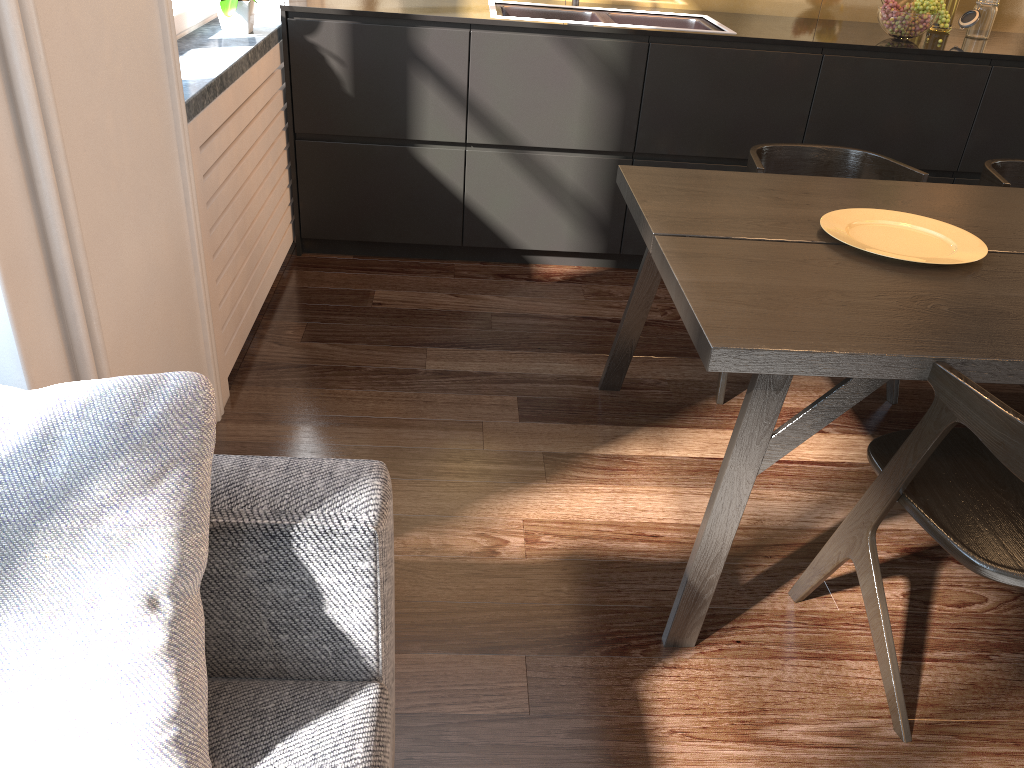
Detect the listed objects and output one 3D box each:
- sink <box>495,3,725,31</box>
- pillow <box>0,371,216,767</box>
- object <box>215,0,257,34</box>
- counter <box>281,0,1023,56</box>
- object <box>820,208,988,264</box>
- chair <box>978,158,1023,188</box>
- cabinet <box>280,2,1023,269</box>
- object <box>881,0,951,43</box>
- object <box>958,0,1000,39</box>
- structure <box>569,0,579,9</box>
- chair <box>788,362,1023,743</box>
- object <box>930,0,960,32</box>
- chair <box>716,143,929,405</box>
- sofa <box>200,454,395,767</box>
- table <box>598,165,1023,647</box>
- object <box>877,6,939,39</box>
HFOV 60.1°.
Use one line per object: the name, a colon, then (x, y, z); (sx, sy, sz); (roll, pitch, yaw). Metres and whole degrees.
sink: (1.595, -1.362, 3.417); (3.415, 0.252, 0.466); (2, 30, -5)
pillow: (-0.572, 0.220, 0.943); (0.494, 0.428, 0.277); (2, 31, -5)
object: (-0.848, -1.319, 2.748); (0.228, 0.452, 0.395); (-11, 34, -24)
counter: (1.723, -1.358, 3.474); (5.061, 0.002, 0.708); (2, 30, -4)
object: (0.869, -0.327, 1.975); (0.356, 0.017, 0.344); (4, 30, -1)
chair: (1.628, -0.288, 2.749); (0.593, 0.694, 0.502); (1, 31, -6)
cabinet: (1.693, -0.963, 3.717); (5.064, 0.931, 0.708); (2, 31, -4)
object: (1.492, -1.381, 3.300); (0.239, 0.179, 0.172); (-6, 32, -17)
object: (1.852, -1.454, 3.499); (0.176, 0.157, 0.085); (-10, 34, -23)
structure: (0.271, -1.629, 3.365); (0.109, 0.398, 0.257); (10, 32, 10)
chair: (0.949, 0.283, 1.658); (0.593, 0.694, 0.502); (1, 31, -5)
object: (1.783, -1.616, 3.578); (0.091, 0.351, 0.090); (-18, 38, -31)
chair: (0.918, -0.330, 2.722); (0.593, 0.694, 0.502); (0, 31, -7)
sofa: (-0.136, 1.107, 0.071); (2.039, 0.695, 2.966); (2, 30, -4)
table: (1.529, 0.024, 2.181); (2.500, 0.703, 1.070); (2, 30, -4)
object: (1.478, -1.354, 3.331); (0.215, 0.100, 0.215); (29, 38, 36)
